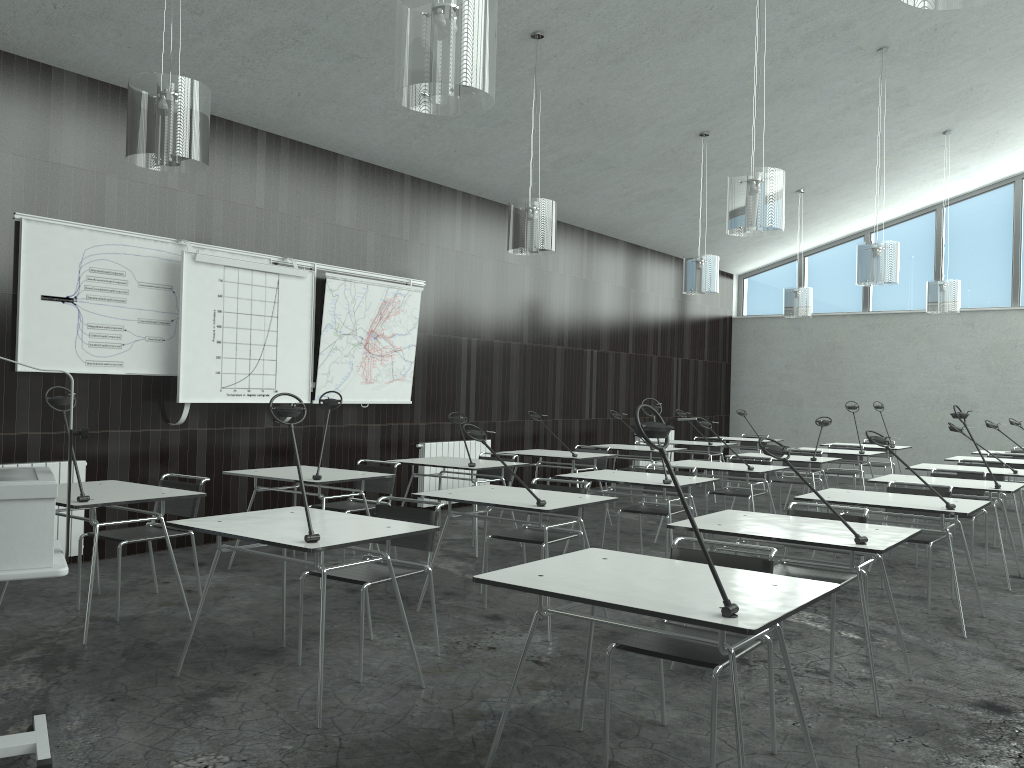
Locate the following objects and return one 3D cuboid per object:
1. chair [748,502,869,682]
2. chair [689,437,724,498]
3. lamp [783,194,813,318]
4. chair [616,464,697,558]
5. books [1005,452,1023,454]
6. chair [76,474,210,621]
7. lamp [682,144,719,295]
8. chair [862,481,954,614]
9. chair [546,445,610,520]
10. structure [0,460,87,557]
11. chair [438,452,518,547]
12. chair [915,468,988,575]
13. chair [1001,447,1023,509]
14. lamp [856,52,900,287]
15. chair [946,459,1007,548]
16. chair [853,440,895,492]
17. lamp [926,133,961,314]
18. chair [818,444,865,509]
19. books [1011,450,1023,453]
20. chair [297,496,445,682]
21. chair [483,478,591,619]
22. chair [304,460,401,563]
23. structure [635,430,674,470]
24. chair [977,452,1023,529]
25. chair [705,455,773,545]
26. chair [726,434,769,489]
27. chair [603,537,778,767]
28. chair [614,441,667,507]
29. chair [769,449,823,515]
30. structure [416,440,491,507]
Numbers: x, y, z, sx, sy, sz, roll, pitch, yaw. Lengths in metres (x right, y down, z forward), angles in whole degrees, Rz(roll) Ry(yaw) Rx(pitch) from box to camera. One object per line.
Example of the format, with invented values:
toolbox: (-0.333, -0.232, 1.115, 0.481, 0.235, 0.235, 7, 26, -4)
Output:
chair: (1.393, 1.037, 4.130, 0.428, 0.765, 0.555, 1, -1, 36)
chair: (2.287, 1.112, 10.751, 0.428, 0.765, 0.555, 1, -1, 35)
lamp: (3.651, -1.829, 11.274, 0.350, 1.761, 0.359, 1, -1, 36)
chair: (1.036, 1.045, 6.305, 0.428, 0.765, 0.555, 1, -1, 32)
books: (5.557, 0.841, 9.626, 0.297, 0.021, 0.210, 1, 0, -1)
chair: (-1.991, 0.957, 4.826, 0.428, 0.765, 0.555, 1, -1, 34)
lamp: (1.908, -1.892, 8.893, 0.350, 1.761, 0.359, 1, -1, 36)
chair: (2.407, 1.072, 5.378, 0.428, 0.765, 0.555, 1, -1, 38)
chair: (0.645, 1.052, 8.475, 0.428, 0.765, 0.555, 1, -1, 35)
structure: (-3.172, 0.894, 5.431, 0.079, 0.688, 1.129, 1, -1, 36)
chair: (-0.267, 1.019, 7.177, 0.428, 0.765, 0.555, 1, -1, 39)
chair: (3.234, 1.102, 6.523, 0.428, 0.765, 0.555, 1, -1, 36)
chair: (5.844, 1.196, 10.078, 0.428, 0.765, 0.555, 1, -1, 43)
lamp: (3.277, -2.139, 7.897, 0.350, 2.307, 0.359, 1, -1, 36)
chair: (4.030, 1.132, 7.695, 0.428, 0.765, 0.555, 1, -1, 36)
chair: (4.512, 1.170, 11.045, 0.428, 0.765, 0.555, 1, -1, 35)
lamp: (5.020, -2.076, 10.279, 0.350, 2.307, 0.359, 1, -1, 36)
chair: (3.637, 1.138, 9.781, 0.428, 0.765, 0.555, 1, -1, 30)
books: (5.513, 0.814, 9.615, 0.183, 0.032, 0.164, 1, -1, 29)
chair: (-0.618, 0.985, 3.984, 0.428, 0.765, 0.555, 1, -1, 34)
chair: (0.156, 1.013, 5.071, 0.428, 0.765, 0.555, 1, -1, 33)
chair: (-1.091, 0.990, 6.131, 0.428, 0.765, 0.555, 1, -1, 35)
structure: (2.004, 1.081, 12.505, 0.079, 0.688, 1.129, 1, -1, 36)
chair: (4.899, 1.163, 8.826, 0.428, 0.765, 0.555, 1, -1, 37)
chair: (1.934, 1.077, 7.520, 0.428, 0.765, 0.555, 1, -1, 36)
chair: (3.166, 1.143, 11.888, 0.428, 0.765, 0.555, 1, -1, 36)
chair: (0.611, 1.008, 2.965, 0.428, 0.765, 0.555, 1, -1, 35)
chair: (1.391, 1.080, 9.536, 0.428, 0.765, 0.555, 1, -1, 33)
chair: (2.785, 1.108, 8.681, 0.428, 0.765, 0.555, 1, -1, 32)
structure: (-0.584, 0.988, 8.968, 0.079, 0.688, 1.129, 1, -1, 36)
